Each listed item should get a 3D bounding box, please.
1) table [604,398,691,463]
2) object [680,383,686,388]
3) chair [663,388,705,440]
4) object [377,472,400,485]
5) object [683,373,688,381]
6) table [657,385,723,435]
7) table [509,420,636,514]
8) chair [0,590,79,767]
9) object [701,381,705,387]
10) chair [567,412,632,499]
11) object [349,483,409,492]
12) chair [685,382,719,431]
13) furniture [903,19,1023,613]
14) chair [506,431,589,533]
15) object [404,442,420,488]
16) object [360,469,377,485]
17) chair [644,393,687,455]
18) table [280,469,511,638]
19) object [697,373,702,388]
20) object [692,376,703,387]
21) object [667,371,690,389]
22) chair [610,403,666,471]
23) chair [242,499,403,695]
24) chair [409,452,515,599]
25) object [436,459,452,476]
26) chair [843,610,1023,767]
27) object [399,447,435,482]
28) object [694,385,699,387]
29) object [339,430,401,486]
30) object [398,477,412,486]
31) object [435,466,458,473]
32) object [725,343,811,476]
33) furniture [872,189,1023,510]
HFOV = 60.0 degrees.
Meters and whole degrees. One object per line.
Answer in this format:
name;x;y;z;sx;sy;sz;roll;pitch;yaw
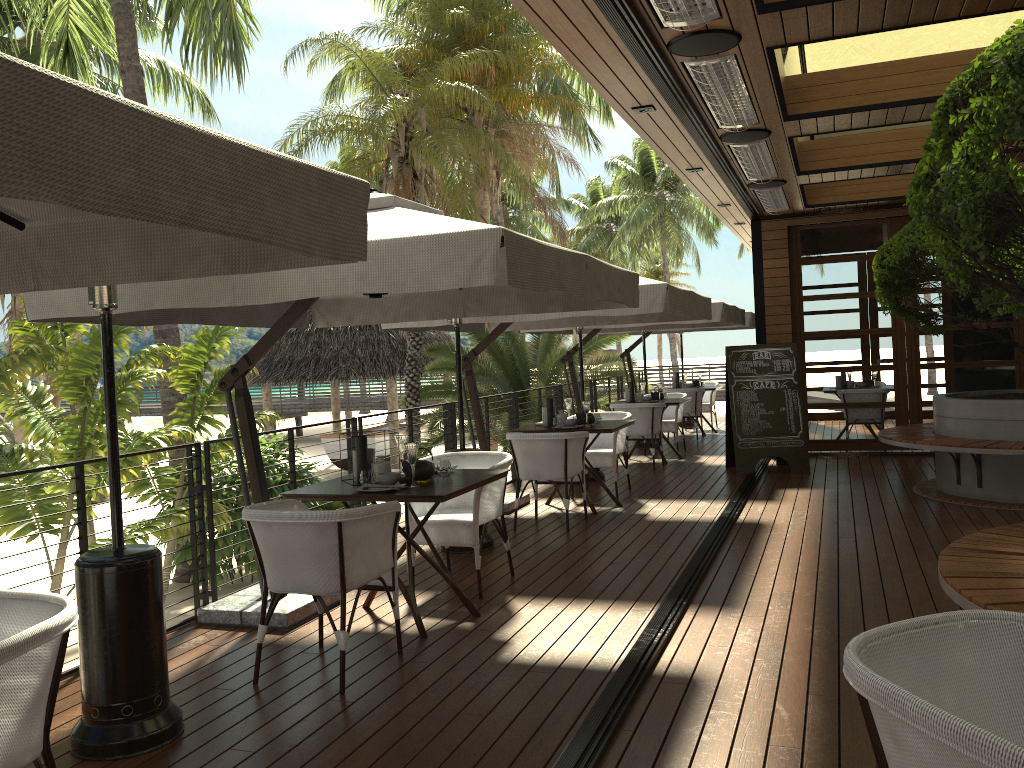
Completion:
table;1.747;0.587;11.178;0.931;0.749;0.932;-2;1;20
object;2.738;0.027;14.189;0.086;0.086;0.086;-2;1;25
chair;2.647;0.449;13.622;0.627;0.788;0.617;-2;1;21
object;-0.644;0.501;4.635;0.116;0.065;0.116;-2;2;19
object;2.862;-0.065;14.615;0.082;0.227;0.082;-2;1;21
table;2.911;0.432;14.356;0.931;0.749;0.932;-2;1;20
table;0.583;0.743;7.999;0.931;0.749;0.932;-2;1;20
chair;-1.479;1.003;2.288;0.627;0.788;0.617;-2;1;21
object;3.114;0.000;14.496;0.086;0.086;0.086;-2;1;25
chair;0.871;0.689;8.702;0.627;0.788;0.617;-2;1;21
object;-0.652;0.526;4.471;0.294;0.025;0.170;-2;2;20
chair;3.220;0.375;15.116;0.627;0.788;0.617;-2;1;21
furniture;2.719;-0.160;2.805;2.615;2.722;2.696;-2;1;11
chair;0.293;0.764;7.197;0.627;0.788;0.617;-2;1;21
object;-0.508;0.413;4.535;0.082;0.227;0.082;-2;1;21
object;-0.755;0.494;4.653;0.086;0.086;0.086;-2;1;25
chair;2.050;0.531;11.922;0.627;0.788;0.617;-2;1;21
table;-0.581;0.899;4.821;0.931;0.749;0.932;-2;1;20
object;2.985;-0.054;14.072;0.082;0.227;0.082;-2;1;21
object;2.993;-0.035;14.306;0.168;0.179;0.163;-2;1;18
object;2.710;-0.066;14.408;0.263;0.264;0.263;-3;1;-25
chair;1.493;0.604;10.472;0.627;0.788;0.617;-2;1;21
chair;-0.861;0.918;4.045;0.627;0.788;0.617;-2;1;21
chair;-0.304;0.846;5.495;0.627;0.788;0.617;-2;1;21
object;-0.379;0.467;4.960;0.086;0.086;0.086;-2;1;25
chair;0.997;0.905;1.655;0.627;0.788;0.616;-3;1;-24
object;-0.499;0.432;4.766;0.163;0.179;0.168;-2;1;22
object;2.942;0.042;14.138;0.080;0.042;0.080;-3;2;-11
object;-0.783;0.401;4.872;0.263;0.264;0.263;-3;1;-25
object;-0.551;0.509;4.602;0.080;0.042;0.080;-3;2;-19
object;-0.477;0.497;5.147;0.294;0.025;0.170;-2;2;20
object;2.783;0.259;9.811;0.768;1.396;0.772;-3;1;5
furniture;4.566;-0.400;7.645;2.570;2.722;2.719;-3;1;-15
